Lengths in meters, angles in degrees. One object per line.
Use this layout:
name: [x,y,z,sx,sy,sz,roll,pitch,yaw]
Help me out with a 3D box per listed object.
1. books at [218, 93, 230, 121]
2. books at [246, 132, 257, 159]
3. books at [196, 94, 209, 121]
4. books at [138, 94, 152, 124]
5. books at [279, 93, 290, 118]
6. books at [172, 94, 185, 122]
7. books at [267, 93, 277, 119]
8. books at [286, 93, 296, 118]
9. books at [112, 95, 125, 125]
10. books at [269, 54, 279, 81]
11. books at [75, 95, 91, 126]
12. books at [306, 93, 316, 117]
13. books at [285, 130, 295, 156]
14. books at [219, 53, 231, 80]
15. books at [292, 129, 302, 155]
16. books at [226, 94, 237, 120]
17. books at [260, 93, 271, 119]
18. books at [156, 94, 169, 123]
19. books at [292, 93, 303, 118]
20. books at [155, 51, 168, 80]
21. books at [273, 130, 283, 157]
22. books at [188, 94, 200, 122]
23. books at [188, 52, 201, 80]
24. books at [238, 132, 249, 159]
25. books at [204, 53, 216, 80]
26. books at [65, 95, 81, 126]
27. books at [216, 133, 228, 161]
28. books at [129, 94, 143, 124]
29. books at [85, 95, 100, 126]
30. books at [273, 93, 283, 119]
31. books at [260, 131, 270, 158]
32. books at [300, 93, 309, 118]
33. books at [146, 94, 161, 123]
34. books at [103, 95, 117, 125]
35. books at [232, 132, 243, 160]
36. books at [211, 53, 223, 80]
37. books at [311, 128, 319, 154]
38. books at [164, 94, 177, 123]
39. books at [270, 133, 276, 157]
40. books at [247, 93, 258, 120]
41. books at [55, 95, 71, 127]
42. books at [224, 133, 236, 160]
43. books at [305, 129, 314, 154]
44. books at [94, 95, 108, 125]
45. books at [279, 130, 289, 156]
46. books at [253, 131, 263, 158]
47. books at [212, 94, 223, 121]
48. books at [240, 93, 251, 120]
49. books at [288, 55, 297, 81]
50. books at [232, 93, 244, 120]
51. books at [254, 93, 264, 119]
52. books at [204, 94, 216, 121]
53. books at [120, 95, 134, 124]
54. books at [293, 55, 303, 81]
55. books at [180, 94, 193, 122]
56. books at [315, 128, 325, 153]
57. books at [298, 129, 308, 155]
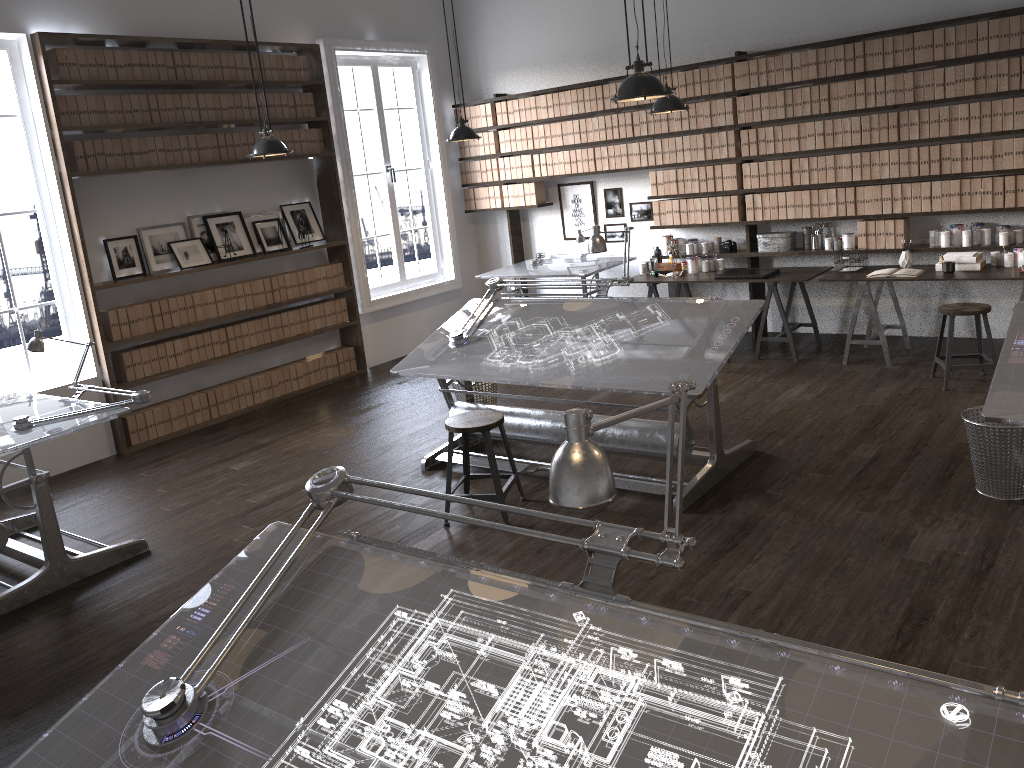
books: [-2.403,-2.250,7.248,0.175,0.223,0.067,3,15,38]
books: [-2.248,-2.005,7.474,0.175,0.223,0.067,3,15,38]
books: [-2.525,-2.198,7.094,0.175,0.223,0.067,3,15,38]
books: [-2.827,-2.068,6.714,0.175,0.223,0.067,3,15,38]
books: [-2.032,-2.413,7.728,0.174,0.223,0.067,3,15,38]
books: [-2.655,-2.140,6.924,0.175,0.223,0.067,3,15,38]
books: [-2.121,-2.376,7.621,0.175,0.223,0.067,3,15,38]
books: [-1.994,-2.431,7.785,0.175,0.223,0.067,3,15,38]
books: [-2.954,-2.013,6.550,0.175,0.223,0.067,3,15,38]
books: [-2.101,-2.706,7.626,0.175,0.223,0.067,3,15,38]
books: [-3.112,-1.942,6.340,0.175,0.223,0.067,3,15,38]
books: [-1.857,-2.490,7.957,0.175,0.223,0.067,3,15,38]
books: [-2.003,-2.112,7.790,0.174,0.223,0.067,3,15,38]
books: [-2.395,-2.578,7.249,0.175,0.223,0.067,3,15,38]
books: [-1.958,-2.130,7.841,0.174,0.223,0.067,3,15,38]
books: [-2.367,-2.269,7.306,0.174,0.223,0.067,3,15,38]
books: [-2.156,-2.358,7.566,0.175,0.223,0.067,3,15,38]
books: [-2.738,-2.107,6.829,0.175,0.223,0.067,3,15,38]
books: [-1.944,-2.451,7.839,0.175,0.223,0.067,3,15,38]
books: [-2.737,-2.429,6.807,0.174,0.223,0.067,3,15,38]
books: [-2.082,-2.075,7.678,0.175,0.223,0.067,3,15,38]
books: [-2.571,-2.178,7.037,0.174,0.223,0.067,3,15,38]
books: [-2.564,-2.503,7.026,0.175,0.223,0.067,3,15,38]
books: [-2.290,-1.986,7.419,0.174,0.223,0.067,3,15,38]
books: [-2.484,-2.541,7.139,0.174,0.223,0.067,3,15,38]
books: [-3.157,-1.924,6.288,0.175,0.223,0.067,3,15,38]
books: [-2.416,-1.929,7.249,0.175,0.223,0.067,3,15,38]
books: [-2.866,-2.050,6.657,0.174,0.223,0.067,3,15,38]
books: [-3.070,-1.961,6.397,0.175,0.223,0.067,3,15,38]
books: [-2.078,-2.394,7.676,0.174,0.223,0.067,3,15,38]
books: [-2.166,-2.040,7.576,0.175,0.223,0.067,3,15,38]
books: [-1.904,-2.470,7.900,0.175,0.223,0.067,3,15,38]
books: [-2.778,-2.088,6.769,0.175,0.223,0.067,3,15,38]
books: [-2.990,-1.995,6.495,0.175,0.223,0.067,3,15,38]
books: [-2.329,-1.967,7.362,0.174,0.223,0.067,3,15,38]
books: [-2.441,-2.559,7.192,0.175,0.223,0.067,3,15,38]
books: [-1.838,-2.182,7.997,0.175,0.223,0.067,3,15,38]
books: [-2.697,-2.124,6.878,0.175,0.223,0.067,3,15,38]
books: [-2.127,-2.056,7.624,0.175,0.223,0.067,3,15,38]
books: [-2.236,-2.324,7.468,0.175,0.223,0.067,3,15,38]
books: [-3.201,-1.906,6.235,0.174,0.223,0.067,3,15,38]
books: [-2.376,-1.949,7.310,0.175,0.223,0.067,3,15,38]
books: [-1.872,-2.166,7.946,0.175,0.223,0.067,3,15,38]
books: [-3.034,-1.978,6.446,0.175,0.223,0.067,3,15,38]
books: [-2.043,-2.093,7.735,0.175,0.223,0.067,3,15,38]
books: [-2.203,-2.022,7.522,0.175,0.223,0.067,3,15,38]
books: [-2.447,-2.233,7.200,0.175,0.223,0.067,3,15,38]
books: [-2.278,-2.305,7.411,0.175,0.223,0.067,3,15,38]
books: [-1.985,-2.758,7.779,0.175,0.223,0.067,3,15,38]
books: [-2.324,-2.287,7.359,0.175,0.223,0.067,3,15,38]
books: [-2.200,-2.341,7.517,0.175,0.223,0.067,3,15,38]
books: [-2.483,-2.217,7.151,0.175,0.223,0.067,3,15,38]
books: [-2.912,-2.031,6.605,0.174,0.223,0.067,3,15,38]
books: [-1.943,-2.776,7.834,0.174,0.223,0.067,3,15,38]
books: [-2.612,-2.159,6.980,0.175,0.223,0.067,3,15,38]
books: [-1.797,-2.201,8.052,0.175,0.223,0.067,3,15,38]
books: [-1.912,-2.148,7.895,0.175,0.223,0.067,3,15,38]
